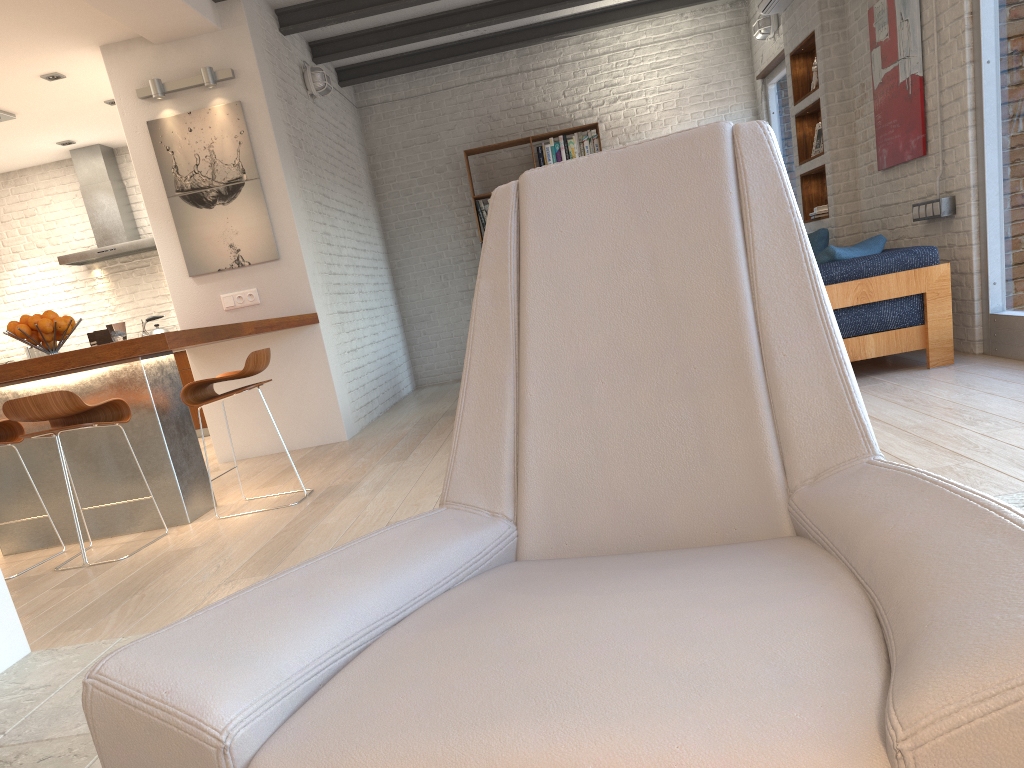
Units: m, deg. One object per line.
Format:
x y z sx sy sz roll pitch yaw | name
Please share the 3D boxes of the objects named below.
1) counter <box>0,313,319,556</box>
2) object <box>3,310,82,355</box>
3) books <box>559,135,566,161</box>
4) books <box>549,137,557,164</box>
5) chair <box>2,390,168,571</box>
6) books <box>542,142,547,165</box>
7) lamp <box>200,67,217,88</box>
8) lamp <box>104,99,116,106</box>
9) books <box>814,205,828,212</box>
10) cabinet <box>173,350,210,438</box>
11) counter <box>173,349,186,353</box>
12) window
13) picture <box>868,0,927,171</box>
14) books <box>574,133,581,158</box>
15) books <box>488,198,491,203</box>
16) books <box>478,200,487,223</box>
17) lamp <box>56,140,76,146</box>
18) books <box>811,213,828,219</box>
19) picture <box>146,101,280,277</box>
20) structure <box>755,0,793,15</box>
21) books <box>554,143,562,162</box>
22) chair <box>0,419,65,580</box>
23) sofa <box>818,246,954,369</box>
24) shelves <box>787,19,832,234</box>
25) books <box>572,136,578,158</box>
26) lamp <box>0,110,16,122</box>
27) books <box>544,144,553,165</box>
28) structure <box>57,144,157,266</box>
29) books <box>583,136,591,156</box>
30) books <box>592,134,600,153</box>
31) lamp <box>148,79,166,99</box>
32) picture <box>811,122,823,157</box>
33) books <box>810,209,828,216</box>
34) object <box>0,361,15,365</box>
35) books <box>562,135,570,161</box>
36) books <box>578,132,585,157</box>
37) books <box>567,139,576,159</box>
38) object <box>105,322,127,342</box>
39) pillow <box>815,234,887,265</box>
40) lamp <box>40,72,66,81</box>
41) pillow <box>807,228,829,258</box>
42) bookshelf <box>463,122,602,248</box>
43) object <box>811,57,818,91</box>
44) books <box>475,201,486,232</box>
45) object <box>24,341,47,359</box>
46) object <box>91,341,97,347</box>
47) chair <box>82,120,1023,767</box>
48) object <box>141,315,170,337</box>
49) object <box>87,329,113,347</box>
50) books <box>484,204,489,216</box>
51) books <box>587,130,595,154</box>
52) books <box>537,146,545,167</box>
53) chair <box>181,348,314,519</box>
-2.170 0.247 5.133 1.691 0.953 2.404 -10 7 5 | counter
-2.308 -0.243 4.323 0.357 0.230 0.359 -16 10 -29 | object
0.510 -2.230 8.611 0.036 0.398 0.233 -9 13 4 | books
0.418 -2.213 8.625 0.036 0.398 0.233 -9 13 4 | books
-1.958 0.410 3.981 0.406 0.804 0.404 -9 13 5 | chair
0.337 -2.186 8.650 0.021 0.372 0.260 -9 12 4 | books
-1.964 -1.986 5.647 0.080 0.108 0.076 -3 14 32 | lamp
-3.161 -2.262 6.930 0.124 0.057 0.119 -10 8 5 | lamp
2.402 -1.353 6.707 0.133 0.035 0.197 -9 7 15 | books
-4.319 -0.610 7.641 4.670 2.940 2.236 -16 13 -29 | cabinet
-3.970 -0.097 7.411 3.532 0.072 3.211 -10 6 5 | counter
2.204 -3.148 2.146 0.649 6.627 11.877 -9 8 4 | window
2.311 -1.832 5.248 0.019 0.995 0.713 -9 12 4 | picture
0.660 -2.260 8.618 0.036 0.398 0.233 -9 13 4 | books
-0.146 -1.672 8.808 0.121 0.395 0.233 -9 13 4 | books
-0.251 -1.657 8.830 0.091 0.399 0.233 -9 13 4 | books
-4.032 -2.195 7.872 0.124 0.057 0.119 -10 8 5 | lamp
2.403 -1.300 6.728 0.163 0.018 0.242 -9 6 15 | books
-2.015 -1.303 5.901 0.657 1.054 0.019 -9 15 5 | picture
1.951 -2.908 6.308 0.201 0.227 0.785 -10 7 4 | structure
0.470 -2.196 8.642 0.056 0.342 0.244 -9 12 4 | books
-2.486 0.506 4.034 0.406 0.804 0.404 -9 13 5 | chair
1.392 -0.466 6.588 2.085 0.685 3.805 -10 6 4 | sofa
2.339 -1.881 6.579 0.193 1.481 0.735 -9 14 4 | shelves
0.633 -2.240 8.612 0.021 0.372 0.260 -9 12 4 | books
-4.080 -1.946 6.614 0.451 0.177 0.433 -10 7 5 | lamp
0.377 -2.177 8.634 0.056 0.342 0.244 -9 12 4 | books
-3.911 -1.735 8.348 0.989 1.030 0.437 -10 14 5 | structure
0.745 -2.245 8.600 0.056 0.342 0.244 -9 12 4 | books
0.842 -2.265 8.611 0.056 0.342 0.244 -9 12 4 | books
-2.313 -1.922 5.681 0.080 0.108 0.076 -3 14 32 | lamp
2.356 -1.867 6.632 0.102 0.253 0.186 -12 12 -5 | picture
2.405 -1.326 6.708 0.171 0.019 0.227 -10 6 7 | books
-5.314 -0.126 8.981 0.346 0.165 0.241 -10 9 5 | object
0.547 -2.238 8.617 0.036 0.398 0.233 -9 13 4 | books
0.695 -2.265 8.602 0.036 0.398 0.233 -9 13 4 | books
0.597 -2.217 8.605 0.056 0.342 0.244 -9 12 4 | books
-1.909 -0.249 4.222 0.092 0.088 0.087 -7 11 19 | object
1.864 -0.636 4.981 0.549 0.340 0.373 -17 12 -34 | pillow
-3.204 -2.162 6.078 0.124 0.057 0.119 -10 8 5 | lamp
2.023 -0.856 6.242 0.255 0.431 1.167 -10 7 4 | pillow
0.382 -1.320 8.869 1.322 2.285 0.348 -9 15 5 | bookshelf
2.257 -2.286 6.420 0.113 0.252 0.207 -7 12 12 | object
-0.288 -1.648 8.826 0.091 0.399 0.233 -9 13 4 | books
-4.845 -0.326 8.947 0.323 0.389 0.063 -10 15 5 | object
-1.896 -0.218 4.263 0.397 0.036 0.190 -10 6 9 | object
0.139 0.189 1.153 1.034 1.054 0.929 -6 12 21 | chair
-3.454 -0.526 8.508 0.264 0.285 0.251 -5 13 26 | object
-2.025 -0.223 4.310 0.091 0.085 0.114 -20 13 -40 | object
-0.195 -1.643 8.850 0.103 0.346 0.244 -9 12 4 | books
0.788 -2.282 8.593 0.036 0.398 0.233 -9 13 4 | books
0.301 -2.166 8.659 0.056 0.342 0.244 -9 12 4 | books
-1.336 0.240 4.436 0.424 0.804 0.387 -9 14 5 | chair
